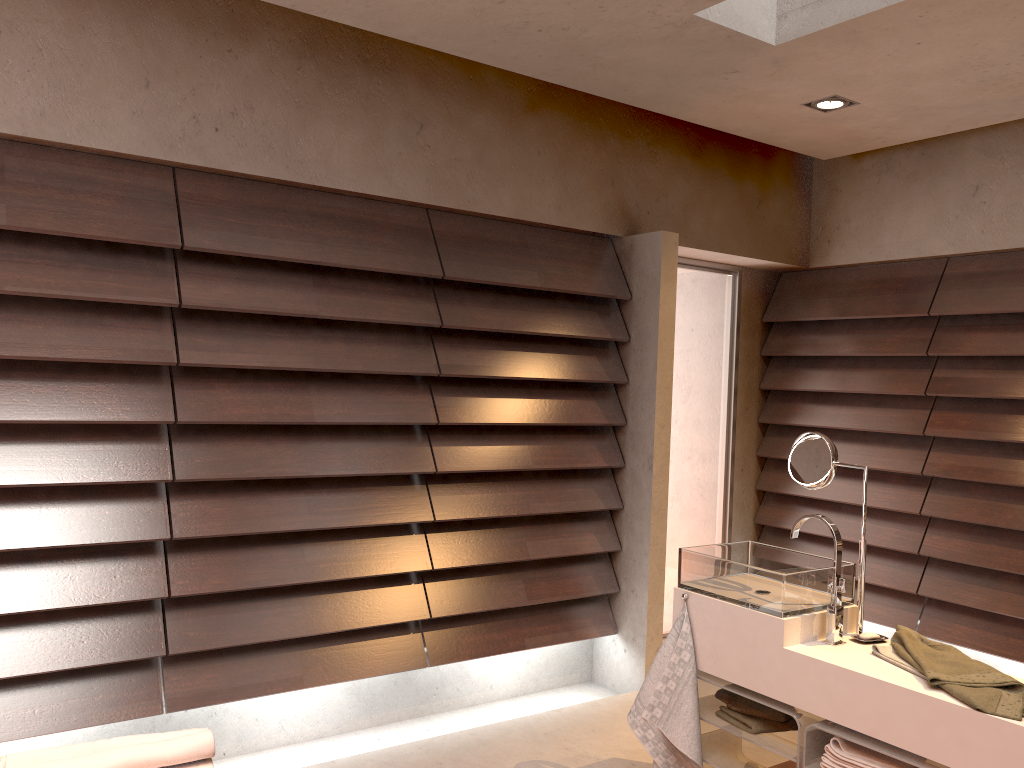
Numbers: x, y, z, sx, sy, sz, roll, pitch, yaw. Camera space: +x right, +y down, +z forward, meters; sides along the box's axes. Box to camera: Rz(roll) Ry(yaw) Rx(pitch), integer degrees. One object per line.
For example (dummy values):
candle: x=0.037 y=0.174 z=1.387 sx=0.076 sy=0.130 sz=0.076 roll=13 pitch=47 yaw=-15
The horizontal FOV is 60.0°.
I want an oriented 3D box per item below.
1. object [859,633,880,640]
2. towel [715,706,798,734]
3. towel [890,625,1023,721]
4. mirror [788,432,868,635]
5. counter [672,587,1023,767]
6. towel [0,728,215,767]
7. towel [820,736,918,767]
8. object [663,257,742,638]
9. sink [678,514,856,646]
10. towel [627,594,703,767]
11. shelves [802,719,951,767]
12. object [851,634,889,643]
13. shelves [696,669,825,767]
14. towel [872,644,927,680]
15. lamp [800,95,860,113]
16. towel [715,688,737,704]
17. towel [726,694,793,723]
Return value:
object: x=1.036 y=0.733 z=2.573 sx=0.066 sy=0.016 sz=0.035 roll=2 pitch=0 yaw=-23
towel: x=0.749 y=1.009 z=2.698 sx=0.198 sy=0.034 sz=0.206 roll=2 pitch=0 yaw=-26
towel: x=1.158 y=0.723 z=2.260 sx=0.258 sy=0.057 sz=0.571 roll=2 pitch=0 yaw=6
mirror: x=0.984 y=0.448 z=2.768 sx=0.074 sy=0.589 sz=0.316 roll=2 pitch=0 yaw=-33
counter: x=1.484 y=1.032 z=1.719 sx=0.350 sy=0.686 sz=2.931 roll=2 pitch=0 yaw=-35
towel: x=-0.809 y=0.748 z=1.781 sx=0.396 sy=0.068 sz=0.159 roll=2 pitch=0 yaw=-29
towel: x=0.959 y=0.987 z=2.348 sx=0.221 sy=0.098 sz=0.220 roll=2 pitch=0 yaw=44
object: x=0.798 y=0.335 z=4.657 sx=1.007 sy=2.000 sz=0.090 roll=2 pitch=0 yaw=-35
sink: x=0.804 y=0.557 z=2.712 sx=0.340 sy=0.357 sz=0.486 roll=2 pitch=0 yaw=-35
towel: x=0.489 y=0.951 z=2.753 sx=0.252 sy=0.598 sz=0.121 roll=2 pitch=0 yaw=39
shelves: x=1.053 y=1.138 z=2.293 sx=0.368 sy=0.436 sz=0.487 roll=2 pitch=0 yaw=-37
object: x=1.037 y=0.740 z=2.572 sx=0.108 sy=0.011 sz=0.065 roll=2 pitch=0 yaw=-22
shelves: x=0.789 y=1.126 z=2.723 sx=0.368 sy=0.436 sz=0.487 roll=2 pitch=0 yaw=-35
towel: x=1.134 y=0.737 z=2.287 sx=0.202 sy=0.027 sz=0.394 roll=2 pitch=0 yaw=-15
lamp: x=1.299 y=-1.163 z=3.617 sx=0.170 sy=0.051 sz=0.165 roll=2 pitch=0 yaw=-35
towel: x=0.772 y=1.007 z=2.847 sx=0.196 sy=0.040 sz=0.180 roll=2 pitch=0 yaw=-21
towel: x=0.775 y=0.996 z=2.741 sx=0.192 sy=0.062 sz=0.192 roll=2 pitch=0 yaw=34
